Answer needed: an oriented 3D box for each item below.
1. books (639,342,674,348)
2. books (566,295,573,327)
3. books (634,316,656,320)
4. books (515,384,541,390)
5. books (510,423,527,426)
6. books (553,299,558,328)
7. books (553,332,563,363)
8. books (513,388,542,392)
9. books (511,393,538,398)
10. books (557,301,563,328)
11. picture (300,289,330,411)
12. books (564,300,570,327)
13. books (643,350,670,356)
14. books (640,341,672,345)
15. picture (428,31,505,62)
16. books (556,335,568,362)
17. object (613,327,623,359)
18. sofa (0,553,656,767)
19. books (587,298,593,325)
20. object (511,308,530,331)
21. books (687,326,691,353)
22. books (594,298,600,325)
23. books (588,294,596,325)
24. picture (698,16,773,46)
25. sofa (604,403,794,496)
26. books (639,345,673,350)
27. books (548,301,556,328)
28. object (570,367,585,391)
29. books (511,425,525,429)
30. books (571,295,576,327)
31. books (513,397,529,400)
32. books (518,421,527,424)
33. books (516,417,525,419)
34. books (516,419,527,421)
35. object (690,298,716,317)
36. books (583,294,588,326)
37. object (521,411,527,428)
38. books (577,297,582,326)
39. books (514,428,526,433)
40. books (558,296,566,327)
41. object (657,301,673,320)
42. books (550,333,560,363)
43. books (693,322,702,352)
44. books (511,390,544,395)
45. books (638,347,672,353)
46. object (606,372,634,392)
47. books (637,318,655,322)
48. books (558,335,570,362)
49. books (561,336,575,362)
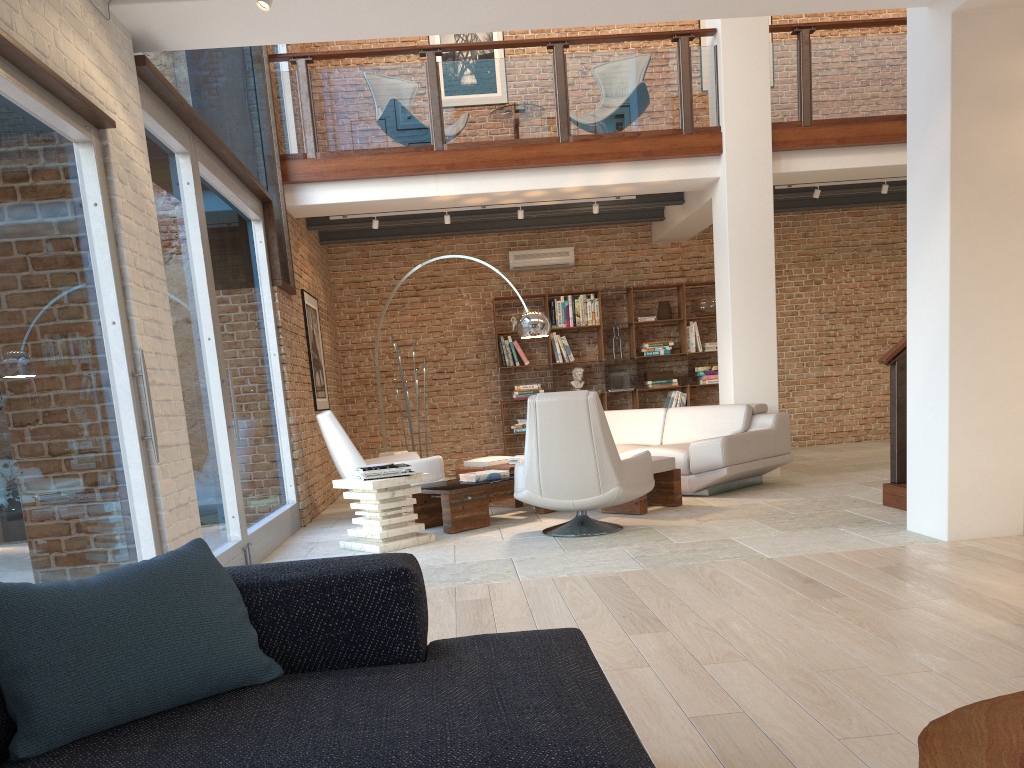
[{"bbox_3d":[1.830,-0.490,11.075,0.378,0.037,0.241,-4,0,-10],"label":"books"},{"bbox_3d":[0.723,-0.901,10.942,0.036,0.391,0.239,-5,7,-4],"label":"books"},{"bbox_3d":[1.671,-0.826,10.975,0.236,0.019,0.169,-4,0,-10],"label":"books"},{"bbox_3d":[0.195,0.041,11.074,0.326,0.056,0.251,-5,0,-1],"label":"books"},{"bbox_3d":[0.186,0.509,11.141,0.378,0.018,0.241,-4,-1,-11],"label":"books"},{"bbox_3d":[0.544,-0.873,10.954,0.021,0.366,0.266,-5,6,-4],"label":"books"},{"bbox_3d":[0.565,-0.453,11.007,0.103,0.391,0.239,-5,7,-4],"label":"books"},{"bbox_3d":[0.190,0.080,11.082,0.355,0.021,0.268,-5,0,-5],"label":"books"},{"bbox_3d":[0.187,0.146,11.080,0.379,0.037,0.241,-4,0,-8],"label":"books"},{"bbox_3d":[0.585,-0.862,10.941,0.055,0.336,0.249,-5,6,-4],"label":"books"},{"bbox_3d":[-2.032,-0.320,9.049,0.027,1.219,0.895,-5,6,-4],"label":"picture"},{"bbox_3d":[0.677,-0.869,10.965,0.055,0.336,0.249,-5,6,-4],"label":"books"},{"bbox_3d":[1.840,-0.388,11.102,0.327,0.056,0.250,-5,0,7],"label":"books"},{"bbox_3d":[1.824,-0.518,11.089,0.355,0.021,0.268,-5,0,-5],"label":"books"},{"bbox_3d":[-0.540,-3.989,10.558,0.913,1.222,0.027,-5,10,-3],"label":"picture"},{"bbox_3d":[0.619,-0.440,11.022,0.124,0.355,0.266,-5,6,-4],"label":"books"},{"bbox_3d":[1.325,-0.520,10.999,0.121,0.407,0.060,-5,9,-1],"label":"object"},{"bbox_3d":[-0.121,0.713,0.438,2.077,0.672,3.894,-5,0,-4],"label":"sofa"},{"bbox_3d":[0.958,-0.892,10.964,0.055,0.336,0.249,-5,6,-4],"label":"books"},{"bbox_3d":[0.112,-0.808,10.874,0.252,0.289,0.127,-4,8,5],"label":"object"},{"bbox_3d":[2.214,-0.557,11.099,0.055,0.336,0.249,-5,6,-4],"label":"books"},{"bbox_3d":[1.053,-0.899,10.990,0.055,0.336,0.249,-5,6,-4],"label":"books"},{"bbox_3d":[1.003,-0.923,10.967,0.036,0.391,0.239,-5,7,-4],"label":"books"},{"bbox_3d":[2.757,-4.250,10.730,0.913,1.222,0.027,-5,10,-3],"label":"picture"},{"bbox_3d":[1.374,0.625,8.424,1.126,0.770,2.328,-7,2,-44],"label":"sofa"},{"bbox_3d":[1.830,-0.462,11.088,0.378,0.018,0.241,-4,-1,-11],"label":"books"},{"bbox_3d":[0.506,-0.856,10.956,0.055,0.336,0.249,-5,6,-4],"label":"books"},{"bbox_3d":[0.833,-0.041,11.092,0.196,0.357,0.189,-3,8,12],"label":"object"},{"bbox_3d":[0.172,0.538,11.155,0.379,0.037,0.241,-5,0,-3],"label":"books"},{"bbox_3d":[0.759,-0.904,10.954,0.036,0.391,0.239,-5,7,-4],"label":"books"},{"bbox_3d":[0.198,0.174,11.091,0.355,0.021,0.268,-5,0,-3],"label":"books"},{"bbox_3d":[0.181,0.483,11.160,0.205,0.034,0.130,-5,0,-3],"label":"books"},{"bbox_3d":[0.181,0.430,11.138,0.252,0.017,0.160,-5,0,-3],"label":"books"},{"bbox_3d":[0.172,0.457,11.162,0.236,0.019,0.169,-4,0,-10],"label":"books"},{"bbox_3d":[2.486,-0.958,11.038,0.439,0.223,0.428,-3,2,38],"label":"object"},{"bbox_3d":[0.910,-0.916,10.962,0.036,0.391,0.239,-5,7,-4],"label":"books"},{"bbox_3d":[0.377,0.380,7.468,0.535,0.619,0.314,-8,8,-32],"label":"object"},{"bbox_3d":[0.845,-0.897,10.961,0.021,0.366,0.266,-5,6,-4],"label":"books"},{"bbox_3d":[0.196,0.583,11.156,0.327,0.056,0.250,-5,0,7],"label":"books"},{"bbox_3d":[0.629,-0.894,10.943,0.036,0.391,0.239,-5,7,-4],"label":"books"},{"bbox_3d":[1.918,-0.919,10.965,0.192,0.237,0.190,1,8,44],"label":"object"},{"bbox_3d":[0.526,-0.450,11.028,0.101,0.391,0.239,-5,7,-4],"label":"books"},{"bbox_3d":[2.341,-0.595,11.122,0.101,0.391,0.239,-5,7,-4],"label":"books"},{"bbox_3d":[0.196,0.108,11.067,0.378,0.037,0.241,-4,0,-10],"label":"books"},{"bbox_3d":[1.816,-0.433,11.102,0.379,0.037,0.241,-5,0,-3],"label":"books"},{"bbox_3d":[1.361,-0.025,11.103,0.335,0.238,0.279,-5,4,-3],"label":"object"},{"bbox_3d":[1.679,-0.800,10.972,0.205,0.034,0.130,-5,0,-3],"label":"books"},{"bbox_3d":[0.640,-0.442,11.032,0.124,0.355,0.266,-5,6,-4],"label":"books"},{"bbox_3d":[0.689,-0.437,11.022,0.158,0.336,0.249,-5,6,-4],"label":"books"}]
